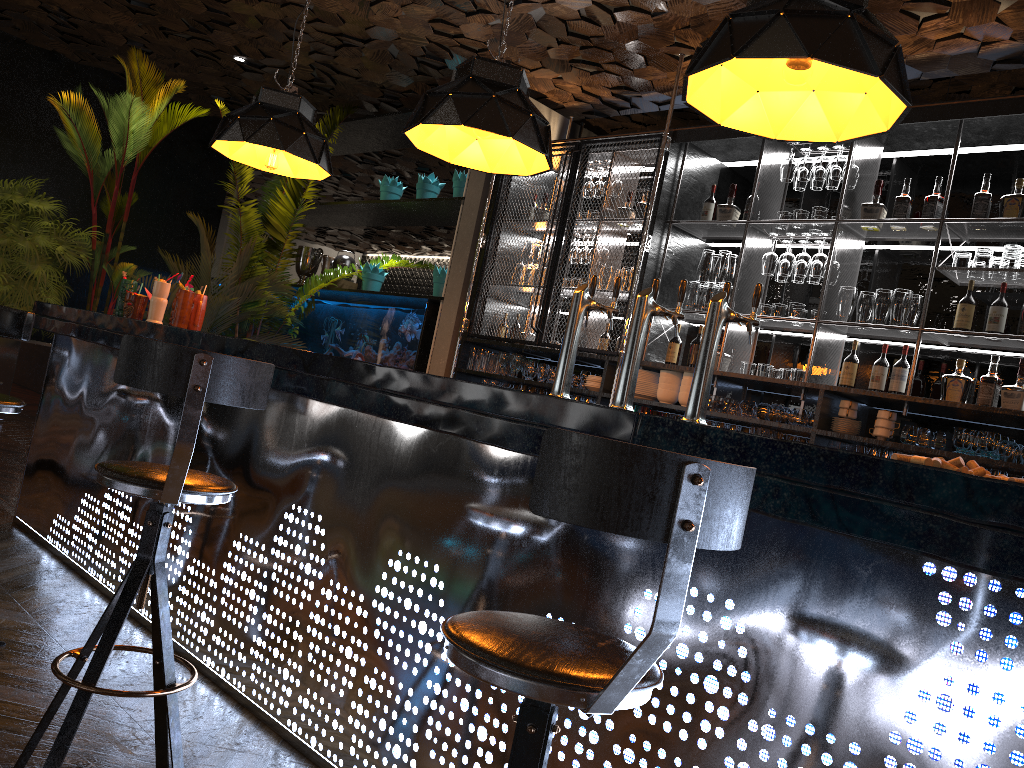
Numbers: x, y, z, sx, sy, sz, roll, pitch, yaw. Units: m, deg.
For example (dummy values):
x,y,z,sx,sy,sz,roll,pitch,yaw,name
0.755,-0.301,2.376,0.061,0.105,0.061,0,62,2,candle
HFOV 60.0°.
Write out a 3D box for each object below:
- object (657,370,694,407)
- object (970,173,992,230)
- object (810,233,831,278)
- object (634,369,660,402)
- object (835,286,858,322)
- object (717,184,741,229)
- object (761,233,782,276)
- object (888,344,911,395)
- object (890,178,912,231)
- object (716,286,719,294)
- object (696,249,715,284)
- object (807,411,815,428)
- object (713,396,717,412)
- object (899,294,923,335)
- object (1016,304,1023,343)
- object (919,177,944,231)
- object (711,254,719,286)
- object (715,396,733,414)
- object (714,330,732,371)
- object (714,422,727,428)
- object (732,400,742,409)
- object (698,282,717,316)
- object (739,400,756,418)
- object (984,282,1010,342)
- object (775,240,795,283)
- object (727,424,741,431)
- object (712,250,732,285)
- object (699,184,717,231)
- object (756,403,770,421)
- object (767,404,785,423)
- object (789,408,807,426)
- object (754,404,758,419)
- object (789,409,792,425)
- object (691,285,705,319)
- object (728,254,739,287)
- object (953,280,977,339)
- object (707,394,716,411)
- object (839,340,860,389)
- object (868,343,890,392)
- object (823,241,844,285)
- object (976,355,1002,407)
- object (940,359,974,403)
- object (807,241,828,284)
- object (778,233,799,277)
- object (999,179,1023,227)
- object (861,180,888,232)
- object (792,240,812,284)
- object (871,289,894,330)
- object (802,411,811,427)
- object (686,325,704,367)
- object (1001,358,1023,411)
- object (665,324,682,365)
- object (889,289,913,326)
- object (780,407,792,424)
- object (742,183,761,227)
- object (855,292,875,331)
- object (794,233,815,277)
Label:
x,y,z,sx,sy,sz,roll,pitch,yaw,name
1.045,0.033,5.511,0.309,0.216,0.149,10,-2,43,object
2.420,-0.940,4.559,0.083,0.282,0.083,11,-2,30,object
1.755,-0.729,5.038,0.092,0.244,0.092,12,-2,6,object
0.852,0.010,5.754,0.300,0.195,0.306,13,-2,-43,object
1.850,-0.430,4.916,0.105,0.209,0.105,12,-1,0,object
1.377,-1.125,5.613,0.123,0.279,0.123,11,-2,34,object
1.539,-0.768,5.260,0.092,0.244,0.092,12,-2,6,object
2.069,-0.063,4.715,0.086,0.298,0.086,12,-1,4,object
2.139,-0.984,4.847,0.083,0.282,0.083,11,-2,30,object
1.312,-0.520,5.700,0.105,0.209,0.105,12,-1,0,object
1.240,-0.749,5.666,0.105,0.209,0.105,12,-1,0,object
1.663,0.204,4.847,0.095,0.096,0.095,12,-2,-21,object
1.231,0.127,5.352,0.100,0.100,0.089,11,-2,18,object
2.142,-0.373,4.773,0.105,0.209,0.105,12,-1,0,object
2.528,-0.349,4.321,0.086,0.297,0.086,12,-1,4,object
2.254,-0.963,4.729,0.083,0.282,0.083,13,-2,-30,object
1.314,-0.731,5.749,0.105,0.209,0.105,12,-1,0,object
1.252,0.129,5.248,0.100,0.100,0.089,12,-2,-8,object
1.282,-0.194,5.492,0.123,0.279,0.123,13,-2,-31,object
1.200,0.331,5.167,0.084,0.216,0.084,13,-2,-29,object
1.337,0.148,5.333,0.100,0.100,0.089,12,-1,-3,object
1.242,-0.537,5.618,0.105,0.209,0.105,12,-1,0,object
1.365,0.148,5.138,0.109,0.100,0.109,11,-2,28,object
2.443,-0.364,4.448,0.086,0.298,0.086,12,-1,4,object
1.653,-0.741,5.376,0.092,0.244,0.092,12,-2,6,object
1.263,0.343,5.103,0.084,0.216,0.084,12,-1,-2,object
1.327,-0.733,5.590,0.105,0.209,0.105,12,-1,0,object
1.287,-1.151,5.772,0.086,0.298,0.086,12,-1,4,object
1.436,0.161,5.059,0.093,0.099,0.093,12,-2,-28,object
1.474,0.166,4.955,0.093,0.099,0.093,12,-2,-25,object
1.564,0.183,4.847,0.095,0.096,0.095,11,-2,19,object
1.475,0.174,5.249,0.109,0.100,0.109,11,-2,28,object
1.617,0.199,5.098,0.093,0.099,0.093,11,-2,33,object
1.233,-0.534,5.792,0.105,0.209,0.105,12,-1,0,object
1.387,-0.719,5.657,0.105,0.209,0.105,12,-1,0,object
2.324,-0.385,4.534,0.086,0.299,0.086,12,-1,4,object
1.157,0.109,5.267,0.089,0.100,0.100,13,-2,-40,object
1.876,-0.096,4.910,0.086,0.299,0.086,12,-1,4,object
2.003,-0.074,4.816,0.086,0.298,0.086,12,-1,4,object
1.870,-0.703,5.153,0.092,0.244,0.092,12,-2,6,object
2.370,-0.001,4.393,0.083,0.282,0.083,13,-2,-45,object
2.259,-0.002,4.501,0.151,0.248,0.094,11,-2,34,object
1.798,-0.715,5.227,0.092,0.244,0.092,12,-2,6,object
1.615,-0.754,5.182,0.092,0.244,0.092,12,-2,6,object
2.527,-0.903,4.444,0.094,0.248,0.151,13,-2,-41,object
2.030,-1.001,4.960,0.123,0.279,0.123,11,-2,34,object
1.729,-0.728,5.298,0.092,0.244,0.092,12,-2,6,object
2.001,-0.402,4.799,0.105,0.209,0.105,12,-1,0,object
1.619,0.197,4.939,0.095,0.096,0.095,13,-2,-44,object
1.168,-0.225,5.596,0.086,0.297,0.086,12,-2,-11,object
2.455,0.017,4.284,0.123,0.279,0.123,13,-2,-31,object
1.057,-0.243,5.754,0.086,0.299,0.086,12,-1,4,object
2.059,-0.392,4.706,0.105,0.209,0.105,12,-1,0,object
1.543,0.182,5.031,0.093,0.099,0.093,11,-2,17,object
1.498,-1.114,5.515,0.086,0.299,0.086,12,-1,4,object
1.974,-0.404,4.952,0.105,0.209,0.105,12,-1,0,object
1.683,-0.742,5.111,0.092,0.244,0.092,12,-2,6,object
